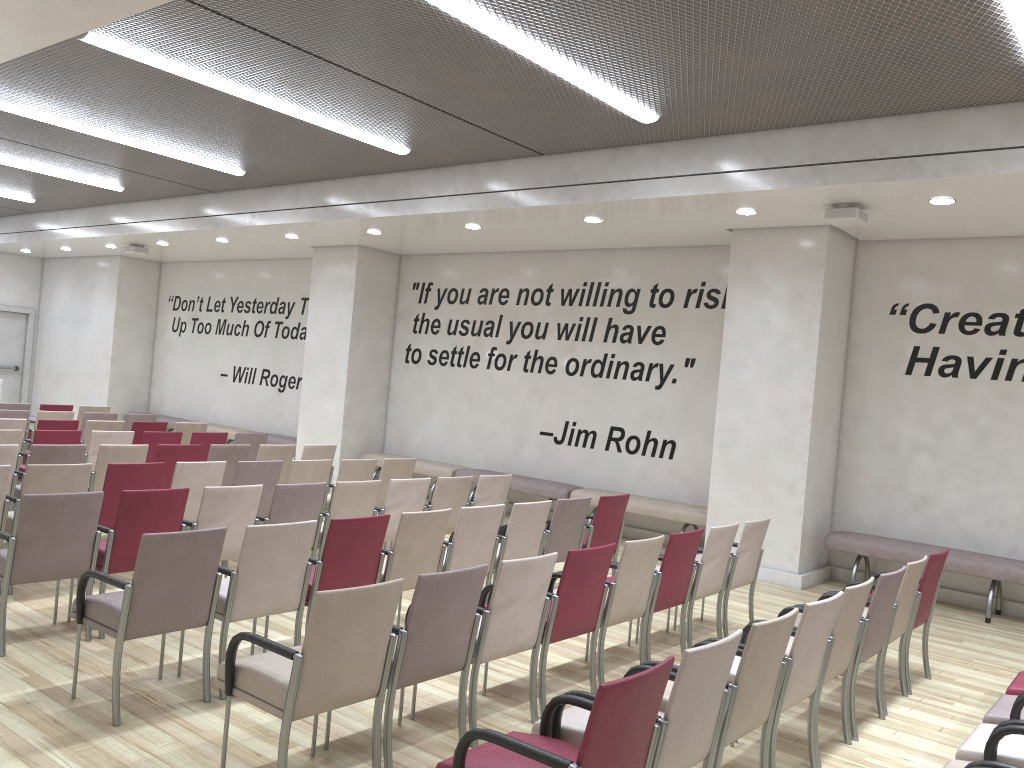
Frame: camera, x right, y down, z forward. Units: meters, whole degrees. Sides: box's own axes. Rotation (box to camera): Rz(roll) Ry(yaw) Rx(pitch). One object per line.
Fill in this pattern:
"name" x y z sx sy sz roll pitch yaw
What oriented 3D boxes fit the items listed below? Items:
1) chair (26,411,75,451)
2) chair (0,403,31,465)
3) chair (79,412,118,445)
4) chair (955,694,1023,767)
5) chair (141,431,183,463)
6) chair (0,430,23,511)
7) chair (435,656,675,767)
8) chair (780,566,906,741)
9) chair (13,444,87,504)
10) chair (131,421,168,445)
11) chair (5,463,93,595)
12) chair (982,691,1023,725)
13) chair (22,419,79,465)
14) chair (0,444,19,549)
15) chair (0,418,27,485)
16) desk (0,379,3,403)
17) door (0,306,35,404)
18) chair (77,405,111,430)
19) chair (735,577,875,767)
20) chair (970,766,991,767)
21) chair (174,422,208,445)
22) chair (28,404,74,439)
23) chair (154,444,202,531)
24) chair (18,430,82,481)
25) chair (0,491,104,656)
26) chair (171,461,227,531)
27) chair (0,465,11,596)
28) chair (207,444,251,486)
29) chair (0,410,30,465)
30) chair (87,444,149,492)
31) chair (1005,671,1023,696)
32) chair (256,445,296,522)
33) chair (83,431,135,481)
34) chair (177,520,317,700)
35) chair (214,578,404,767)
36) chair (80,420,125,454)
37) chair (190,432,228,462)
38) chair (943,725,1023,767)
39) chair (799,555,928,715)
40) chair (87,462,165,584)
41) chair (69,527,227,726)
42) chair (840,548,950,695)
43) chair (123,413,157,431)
"chair" -5.886 0.758 11.122 0.640 0.890 0.513 5 0 38
"chair" -6.839 0.675 11.875 0.640 0.890 0.513 5 0 39
"chair" -5.530 0.790 11.552 0.640 0.890 0.513 5 0 39
"chair" 2.093 1.461 3.396 0.640 0.890 0.513 5 0 39
"chair" -3.957 0.928 9.583 0.640 0.890 0.513 5 0 39
"chair" -4.977 0.839 8.298 0.640 0.890 0.513 5 0 38
"chair" 0.121 1.288 2.868 0.640 0.890 0.513 5 0 38
"chair" 1.820 1.437 5.018 0.640 0.890 0.513 5 0 39
"chair" -4.009 0.924 7.533 0.640 0.890 0.513 5 0 39
"chair" -4.587 0.873 10.785 0.640 0.890 0.513 5 0 38
"chair" -3.396 0.978 6.335 0.640 0.890 0.513 5 0 38
"chair" 2.425 1.490 3.824 0.640 0.890 0.513 5 0 38
"chair" -5.246 0.815 9.929 0.640 0.890 0.513 5 0 37
"chair" -4.347 0.894 7.101 0.640 0.890 0.513 5 0 39
"chair" -5.590 0.785 9.493 0.640 0.890 0.513 5 0 39
"desk" -10.301 0.293 13.945 1.456 1.042 3.652 5 0 38
"door" -10.697 -0.424 18.281 0.200 2.400 1.400 5 0 38
"chair" -6.159 0.734 12.734 0.640 0.890 0.513 5 0 39
"chair" 1.467 1.406 4.584 0.640 0.890 0.513 5 0 38
"chair" 1.411 1.401 2.542 0.640 0.890 0.513 5 0 38
"chair" -4.245 0.903 11.215 0.640 0.890 0.513 5 0 38
"chair" -6.492 0.705 12.319 0.640 0.890 0.513 5 0 38
"chair" -3.343 0.982 8.407 0.640 0.890 0.513 5 0 38
"chair" -4.640 0.868 8.742 0.640 0.890 0.513 5 0 38
"chair" -2.771 1.033 5.157 0.640 0.890 0.513 5 0 39
"chair" -2.723 1.037 7.207 0.640 0.890 0.513 5 0 38
"chair" -3.733 0.948 5.909 0.640 0.890 0.513 5 0 39
"chair" -3.005 1.012 8.827 0.640 0.890 0.513 5 0 38
"chair" -6.212 0.730 10.689 0.640 0.890 0.513 5 0 39
"chair" -3.664 0.954 7.968 0.640 0.890 0.513 5 0 39
"chair" 2.764 1.520 4.259 0.640 0.890 0.513 5 0 37
"chair" -2.658 1.043 9.255 0.640 0.890 0.513 5 0 38
"chair" -4.300 0.898 9.161 0.640 0.890 0.513 5 0 38
"chair" -1.460 1.148 4.821 0.640 0.890 0.513 5 0 39
"chair" -0.843 1.203 3.631 0.640 0.890 0.513 5 0 39
"chair" -4.923 0.843 10.356 0.640 0.890 0.513 5 0 38
"chair" -3.613 0.958 10.035 0.640 0.890 0.513 5 0 38
"chair" 1.753 1.431 2.965 0.640 0.890 0.513 5 0 39
"chair" 2.152 1.466 5.461 0.640 0.890 0.513 5 0 38
"chair" -3.050 1.008 6.772 0.640 0.890 0.513 5 0 38
"chair" -1.814 1.117 4.394 0.640 0.890 0.513 5 0 38
"chair" 2.490 1.496 5.881 0.640 0.890 0.513 5 0 39
"chair" -5.189 0.820 11.981 0.640 0.890 0.513 5 0 39
